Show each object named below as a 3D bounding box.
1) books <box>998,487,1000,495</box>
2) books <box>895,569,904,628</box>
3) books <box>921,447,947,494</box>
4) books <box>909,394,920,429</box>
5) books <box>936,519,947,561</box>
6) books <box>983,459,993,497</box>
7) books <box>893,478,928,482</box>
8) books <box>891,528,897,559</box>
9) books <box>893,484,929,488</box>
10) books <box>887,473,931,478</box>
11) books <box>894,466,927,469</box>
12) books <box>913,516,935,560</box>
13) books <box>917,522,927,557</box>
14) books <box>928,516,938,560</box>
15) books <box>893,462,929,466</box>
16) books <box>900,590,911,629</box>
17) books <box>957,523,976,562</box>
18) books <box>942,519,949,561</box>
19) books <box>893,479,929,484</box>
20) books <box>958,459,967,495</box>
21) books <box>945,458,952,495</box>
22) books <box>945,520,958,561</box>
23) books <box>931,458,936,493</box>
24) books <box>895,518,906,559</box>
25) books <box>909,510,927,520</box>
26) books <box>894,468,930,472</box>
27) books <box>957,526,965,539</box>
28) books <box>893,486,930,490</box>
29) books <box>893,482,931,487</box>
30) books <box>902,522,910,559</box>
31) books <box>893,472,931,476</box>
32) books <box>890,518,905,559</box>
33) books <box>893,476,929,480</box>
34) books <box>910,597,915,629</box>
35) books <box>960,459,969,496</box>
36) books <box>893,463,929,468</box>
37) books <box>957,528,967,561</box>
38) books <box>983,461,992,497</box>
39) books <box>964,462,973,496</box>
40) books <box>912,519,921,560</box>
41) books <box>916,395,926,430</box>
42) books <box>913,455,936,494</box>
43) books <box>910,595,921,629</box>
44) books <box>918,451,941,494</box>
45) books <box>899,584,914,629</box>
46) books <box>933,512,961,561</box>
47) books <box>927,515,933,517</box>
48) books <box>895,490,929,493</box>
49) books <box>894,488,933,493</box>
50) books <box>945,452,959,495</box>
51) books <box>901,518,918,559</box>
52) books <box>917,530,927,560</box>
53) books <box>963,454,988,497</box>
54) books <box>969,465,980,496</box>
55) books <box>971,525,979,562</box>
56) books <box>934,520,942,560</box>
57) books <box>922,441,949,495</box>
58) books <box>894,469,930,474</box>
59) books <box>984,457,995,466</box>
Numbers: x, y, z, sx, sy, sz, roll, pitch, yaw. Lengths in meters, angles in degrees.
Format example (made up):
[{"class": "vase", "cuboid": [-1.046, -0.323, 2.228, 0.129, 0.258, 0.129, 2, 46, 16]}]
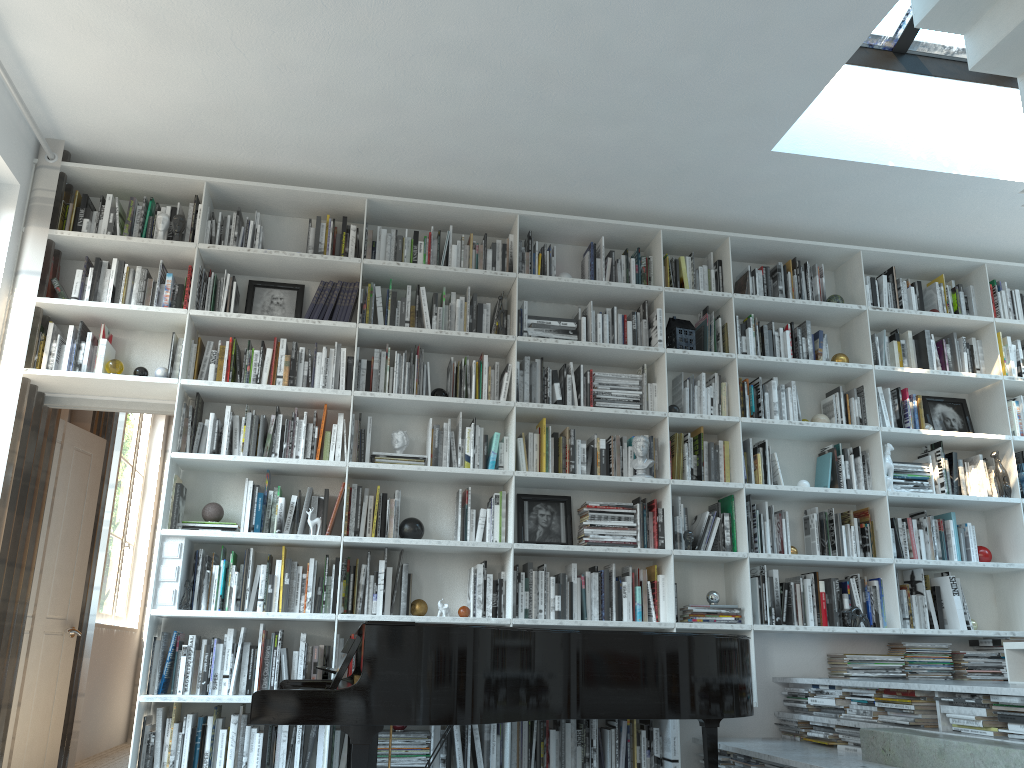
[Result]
[{"class": "books", "cuboid": [2.832, 0.622, 5.251, 0.027, 0.178, 0.166, 4, -17, -10]}, {"class": "books", "cuboid": [2.135, 1.211, 4.969, 0.013, 0.326, 0.131, 4, -17, -10]}, {"class": "books", "cuboid": [2.474, 0.537, 5.199, 0.011, 0.299, 0.184, 4, -17, -10]}, {"class": "books", "cuboid": [2.365, 0.204, 5.292, 0.021, 0.252, 0.167, 4, -17, -10]}, {"class": "books", "cuboid": [2.418, 0.908, 5.078, 0.014, 0.248, 0.177, 4, -17, -10]}, {"class": "books", "cuboid": [2.783, 0.587, 5.266, 0.024, 0.254, 0.145, 4, -17, -10]}, {"class": "books", "cuboid": [2.262, 0.574, 5.174, 0.254, 0.012, 0.161, 4, -18, -10]}, {"class": "books", "cuboid": [2.119, 0.921, 5.028, 0.022, 0.183, 0.163, 4, -17, -10]}, {"class": "books", "cuboid": [2.261, 0.608, 5.159, 0.254, 0.012, 0.161, 3, -17, -8]}, {"class": "books", "cuboid": [2.266, 0.549, 5.175, 0.285, 0.012, 0.160, 5, -18, -13]}, {"class": "books", "cuboid": [2.266, 0.504, 5.191, 0.254, 0.012, 0.161, 3, -17, -8]}, {"class": "books", "cuboid": [2.327, 0.896, 5.055, 0.028, 0.254, 0.192, 4, -17, -10]}, {"class": "books", "cuboid": [2.303, 0.914, 5.070, 0.012, 0.228, 0.179, 4, -17, -10]}, {"class": "books", "cuboid": [2.359, 0.897, 5.066, 0.012, 0.261, 0.187, 4, -17, -10]}, {"class": "books", "cuboid": [2.267, 0.481, 5.198, 0.285, 0.012, 0.160, 3, -17, -8]}, {"class": "books", "cuboid": [2.153, 1.262, 4.945, 0.023, 0.213, 0.164, 4, -17, -10]}, {"class": "books", "cuboid": [2.595, 0.932, 5.121, 0.025, 0.235, 0.182, 4, -17, -10]}, {"class": "books", "cuboid": [2.452, 0.916, 5.110, 0.012, 0.253, 0.161, 4, -17, -10]}, {"class": "books", "cuboid": [2.264, 0.583, 5.160, 0.254, 0.012, 0.161, 6, -18, -15]}, {"class": "books", "cuboid": [2.612, 0.579, 5.232, 0.031, 0.241, 0.147, 4, -17, -10]}, {"class": "books", "cuboid": [2.502, 0.571, 5.202, 0.030, 0.235, 0.180, 4, -17, -10]}, {"class": "books", "cuboid": [2.473, 0.915, 5.088, 0.023, 0.243, 0.190, 4, -17, -10]}, {"class": "books", "cuboid": [2.430, 0.569, 5.217, 0.023, 0.246, 0.138, 4, -17, -10]}, {"class": "books", "cuboid": [2.179, 0.898, 5.055, 0.024, 0.246, 0.144, 4, -17, -10]}, {"class": "books", "cuboid": [2.344, 0.883, 5.086, 0.013, 0.298, 0.148, 4, -17, -10]}, {"class": "books", "cuboid": [2.266, 0.516, 5.188, 0.285, 0.012, 0.160, 3, -17, -8]}, {"class": "books", "cuboid": [2.563, 0.940, 5.122, 0.037, 0.218, 0.140, 4, -17, -10]}, {"class": "books", "cuboid": [2.262, 0.618, 5.152, 0.254, 0.012, 0.161, 3, -17, -6]}, {"class": "books", "cuboid": [2.263, 0.596, 5.163, 0.285, 0.012, 0.160, 5, -18, -12]}, {"class": "books", "cuboid": [2.198, 0.907, 5.043, 0.011, 0.222, 0.163, 4, -17, -10]}, {"class": "books", "cuboid": [2.266, 0.538, 5.181, 0.285, 0.012, 0.160, 3, -17, -8]}, {"class": "books", "cuboid": [2.146, 0.894, 5.038, 0.047, 0.243, 0.178, 4, -17, -10]}, {"class": "books", "cuboid": [2.267, 0.559, 5.168, 0.254, 0.012, 0.161, 3, -17, -5]}, {"class": "books", "cuboid": [2.191, 1.267, 4.952, 0.025, 0.209, 0.137, 4, -17, -10]}, {"class": "books", "cuboid": [2.639, 0.583, 5.255, 0.031, 0.249, 0.133, 4, -17, -10]}, {"class": "books", "cuboid": [2.267, 0.492, 5.195, 0.285, 0.012, 0.160, 5, -18, -12]}, {"class": "books", "cuboid": [2.533, 0.942, 5.099, 0.030, 0.200, 0.190, 4, -17, -10]}, {"class": "books", "cuboid": [2.753, 0.588, 5.245, 0.041, 0.238, 0.177, 4, -17, -10]}, {"class": "books", "cuboid": [2.668, 0.592, 5.257, 0.028, 0.234, 0.129, 4, -17, -10]}, {"class": "books", "cuboid": [2.257, 0.907, 5.065, 0.026, 0.238, 0.177, 4, -17, -10]}, {"class": "books", "cuboid": [2.390, 0.207, 5.285, 0.026, 0.243, 0.178, 4, -17, -10]}, {"class": "books", "cuboid": [2.417, 0.560, 5.198, 0.012, 0.253, 0.161, 4, -17, -10]}, {"class": "books", "cuboid": [2.218, 1.280, 4.954, 0.030, 0.187, 0.140, 4, -17, -10]}, {"class": "books", "cuboid": [2.458, 0.551, 5.220, 0.012, 0.284, 0.160, 4, -17, -10]}, {"class": "books", "cuboid": [2.174, 1.247, 4.943, 0.015, 0.242, 0.157, 4, -17, -10]}, {"class": "books", "cuboid": [2.497, 0.896, 5.102, 0.026, 0.289, 0.182, 4, -17, -10]}, {"class": "books", "cuboid": [2.377, 0.899, 5.091, 0.011, 0.271, 0.152, 4, -17, -10]}, {"class": "books", "cuboid": [2.261, 0.641, 5.145, 0.254, 0.012, 0.161, 5, -18, -14]}, {"class": "books", "cuboid": [2.262, 0.629, 5.146, 0.285, 0.012, 0.160, 3, -17, -5]}, {"class": "books", "cuboid": [2.559, 0.555, 5.222, 0.059, 0.281, 0.168, 4, -17, -10]}, {"class": "books", "cuboid": [2.225, 0.896, 5.046, 0.045, 0.245, 0.186, 4, -17, -10]}, {"class": "books", "cuboid": [2.285, 0.932, 5.050, 0.027, 0.181, 0.187, 4, -17, -10]}, {"class": "books", "cuboid": [2.724, 0.569, 5.241, 0.021, 0.270, 0.192, 4, -17, -10]}, {"class": "books", "cuboid": [2.696, 0.602, 5.252, 0.025, 0.212, 0.156, 4, -17, -10]}, {"class": "books", "cuboid": [2.620, 0.940, 5.125, 0.027, 0.222, 0.170, 4, -17, -10]}, {"class": "books", "cuboid": [2.395, 0.914, 5.093, 0.026, 0.245, 0.166, 4, -17, -10]}, {"class": "books", "cuboid": [2.485, 0.518, 5.206, 0.010, 0.338, 0.180, 4, -17, -10]}, {"class": "books", "cuboid": [2.267, 0.525, 5.177, 0.285, 0.012, 0.160, 6, -18, -15]}, {"class": "books", "cuboid": [2.855, 0.583, 5.298, 0.029, 0.282, 0.139, 4, -17, -10]}]
